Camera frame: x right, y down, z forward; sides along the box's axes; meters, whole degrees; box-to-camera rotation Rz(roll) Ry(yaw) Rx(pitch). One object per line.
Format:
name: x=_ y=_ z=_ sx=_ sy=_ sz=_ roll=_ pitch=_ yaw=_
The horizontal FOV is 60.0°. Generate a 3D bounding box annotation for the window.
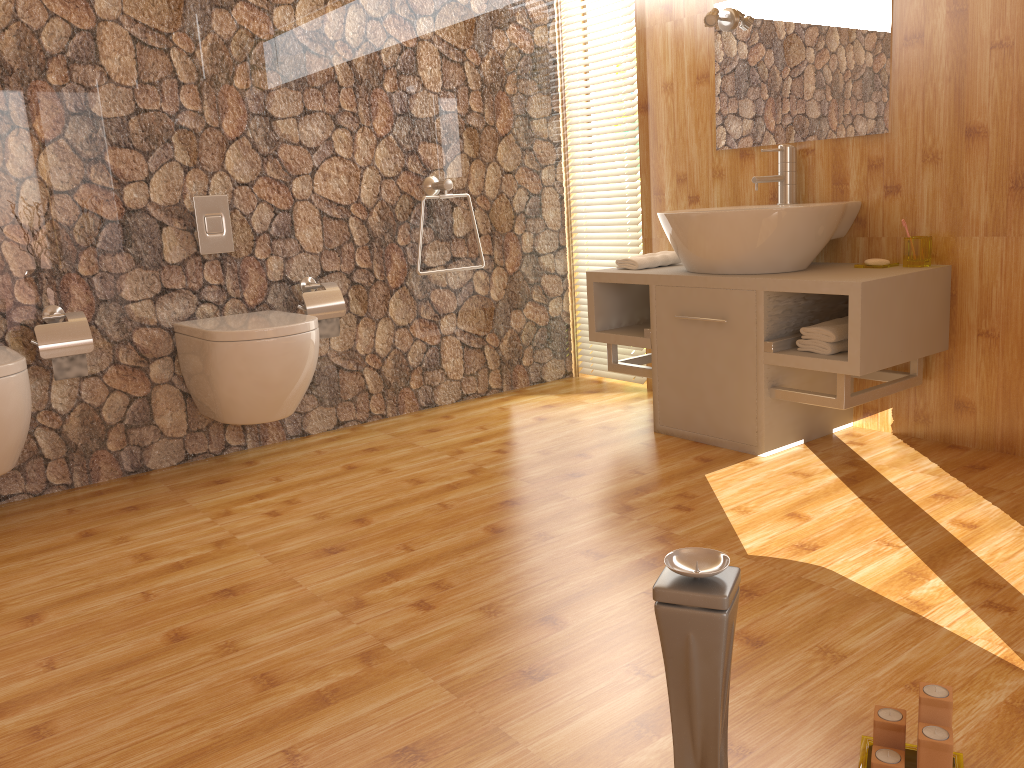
window: x=1.582 y=-0.883 z=2.546 sx=0.010 sy=2.164 sz=3.964 roll=-12 pitch=15 yaw=-36

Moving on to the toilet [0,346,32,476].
toilet: x=-1.564 y=0.105 z=2.500 sx=0.371 sy=0.337 sz=0.507 roll=-12 pitch=15 yaw=-36

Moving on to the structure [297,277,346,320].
structure: x=-0.730 y=-0.320 z=3.301 sx=0.170 sy=0.151 sz=0.154 roll=-12 pitch=15 yaw=-36

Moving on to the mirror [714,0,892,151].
mirror: x=0.974 y=-1.100 z=3.047 sx=0.005 sy=0.523 sz=0.698 roll=-12 pitch=15 yaw=-36

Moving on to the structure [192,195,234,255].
structure: x=-1.046 y=-0.559 z=3.109 sx=0.120 sy=0.200 sz=0.010 roll=-12 pitch=15 yaw=-36

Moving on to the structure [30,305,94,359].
structure: x=-1.427 y=-0.168 z=2.789 sx=0.170 sy=0.151 sz=0.154 roll=-12 pitch=15 yaw=-36

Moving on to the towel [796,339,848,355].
towel: x=1.005 y=-0.135 z=2.736 sx=0.225 sy=0.048 sz=0.140 roll=-11 pitch=14 yaw=-30

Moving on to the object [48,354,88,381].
object: x=-1.404 y=-0.095 z=2.789 sx=0.098 sy=0.151 sz=0.090 roll=-12 pitch=15 yaw=-36

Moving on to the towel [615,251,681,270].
towel: x=0.521 y=-0.469 z=3.358 sx=0.225 sy=0.048 sz=0.140 roll=-11 pitch=14 yaw=-30

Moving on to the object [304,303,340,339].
object: x=-0.707 y=-0.248 z=3.301 sx=0.098 sy=0.151 sz=0.090 roll=-12 pitch=15 yaw=-36

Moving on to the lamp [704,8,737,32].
lamp: x=0.739 y=-1.315 z=3.192 sx=0.124 sy=0.080 sz=0.080 roll=-12 pitch=15 yaw=-36

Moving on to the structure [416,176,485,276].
structure: x=-0.282 y=-0.651 z=3.607 sx=0.332 sy=0.387 sz=0.133 roll=-12 pitch=15 yaw=-36

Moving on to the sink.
sink: x=0.794 y=-0.593 z=2.991 sx=0.533 sy=0.409 sz=0.634 roll=-12 pitch=15 yaw=-36

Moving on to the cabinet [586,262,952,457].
cabinet: x=0.829 y=-0.116 z=3.097 sx=0.517 sy=0.570 sz=1.136 roll=-12 pitch=15 yaw=-36

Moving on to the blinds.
blinds: x=0.395 y=-1.093 z=3.856 sx=0.042 sy=2.178 sz=0.420 roll=-12 pitch=15 yaw=-36

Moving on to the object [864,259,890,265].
object: x=1.168 y=-0.389 z=2.836 sx=0.075 sy=0.023 sz=0.050 roll=-4 pitch=12 yaw=-1

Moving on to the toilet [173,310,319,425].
toilet: x=-0.865 y=-0.048 z=3.014 sx=0.371 sy=0.337 sz=0.507 roll=-12 pitch=15 yaw=-36

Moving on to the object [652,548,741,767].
object: x=1.257 y=-0.362 z=0.842 sx=2.276 sy=1.921 sz=0.347 roll=-3 pitch=12 yaw=6

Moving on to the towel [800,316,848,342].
towel: x=1.014 y=-0.172 z=2.727 sx=0.225 sy=0.048 sz=0.140 roll=-11 pitch=14 yaw=-30

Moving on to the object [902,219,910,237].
object: x=1.233 y=-0.446 z=2.749 sx=0.063 sy=0.132 sz=0.012 roll=-5 pitch=12 yaw=-7

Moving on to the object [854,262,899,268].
object: x=1.167 y=-0.381 z=2.837 sx=0.100 sy=0.010 sz=0.100 roll=-12 pitch=15 yaw=-36

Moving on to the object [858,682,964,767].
object: x=0.578 y=0.506 z=1.283 sx=0.141 sy=0.131 sz=0.141 roll=2 pitch=13 yaw=25

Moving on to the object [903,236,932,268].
object: x=1.257 y=-0.411 z=2.751 sx=0.060 sy=0.093 sz=0.060 roll=-12 pitch=15 yaw=-36
